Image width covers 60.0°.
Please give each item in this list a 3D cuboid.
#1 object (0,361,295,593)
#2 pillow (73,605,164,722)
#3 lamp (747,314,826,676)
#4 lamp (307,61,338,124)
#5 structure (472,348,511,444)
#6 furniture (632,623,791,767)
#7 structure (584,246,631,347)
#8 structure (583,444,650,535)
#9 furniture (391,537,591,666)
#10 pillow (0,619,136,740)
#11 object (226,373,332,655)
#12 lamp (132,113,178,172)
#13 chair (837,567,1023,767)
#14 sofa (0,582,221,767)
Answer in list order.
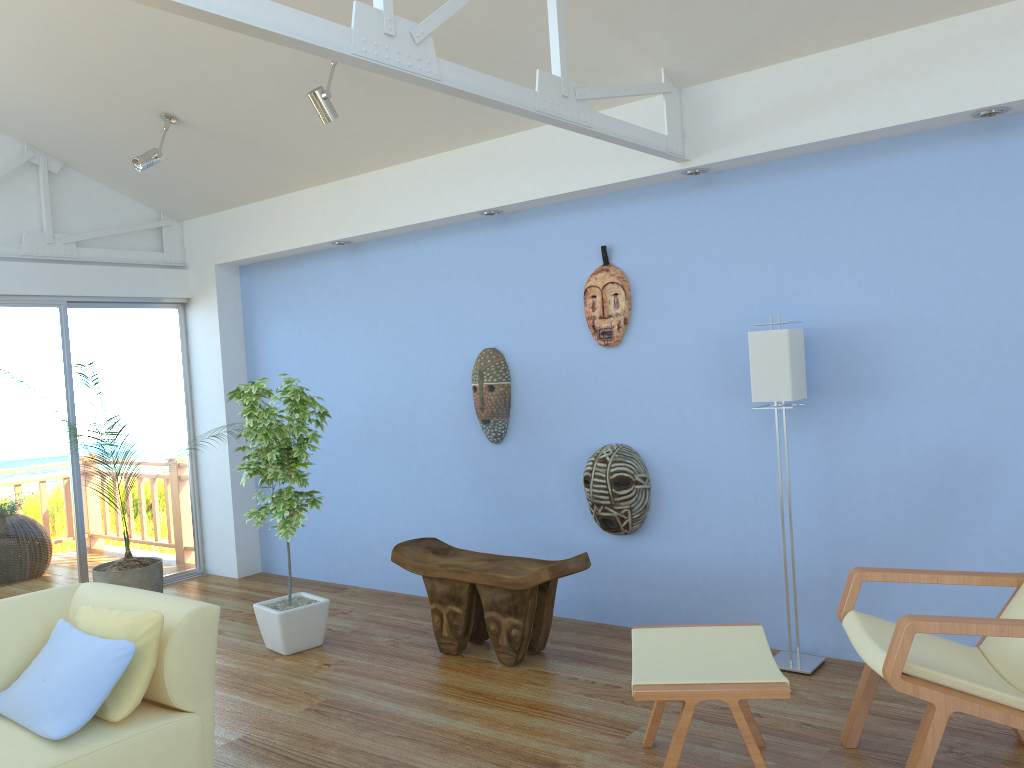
[{"bbox_3d":[-2.154,0.559,5.130,1.563,1.695,1.706,-3,2,29],"label":"object"},{"bbox_3d":[-1.379,0.899,2.944,0.559,0.311,0.201,-3,2,38],"label":"pillow"},{"bbox_3d":[1.174,0.458,3.811,0.200,1.520,0.200,-3,2,38],"label":"lamp"},{"bbox_3d":[-0.848,-1.373,4.072,0.195,0.351,0.127,-5,2,-35],"label":"lamp"},{"bbox_3d":[-0.137,0.070,4.924,0.254,0.541,0.115,-3,2,38],"label":"structure"},{"bbox_3d":[0.622,1.067,2.838,0.449,0.427,0.619,-4,1,8],"label":"furniture"},{"bbox_3d":[0.467,-0.439,4.452,0.264,0.508,0.063,-3,2,38],"label":"structure"},{"bbox_3d":[0.491,0.541,4.431,0.359,0.466,0.185,-3,2,38],"label":"structure"},{"bbox_3d":[-0.114,1.040,4.267,1.100,0.507,0.329,-3,2,38],"label":"furniture"},{"bbox_3d":[-1.462,0.944,2.853,0.566,0.244,0.272,-3,2,40],"label":"pillow"},{"bbox_3d":[-1.143,0.651,4.526,0.495,1.409,0.699,-4,1,-9],"label":"object"},{"bbox_3d":[-1.976,-1.331,4.909,0.254,0.327,0.118,-5,2,-35],"label":"lamp"},{"bbox_3d":[1.493,0.735,2.709,0.859,0.982,0.632,-4,1,8],"label":"chair"},{"bbox_3d":[-2.039,1.113,2.316,0.950,0.597,2.448,-3,2,38],"label":"sofa"}]
